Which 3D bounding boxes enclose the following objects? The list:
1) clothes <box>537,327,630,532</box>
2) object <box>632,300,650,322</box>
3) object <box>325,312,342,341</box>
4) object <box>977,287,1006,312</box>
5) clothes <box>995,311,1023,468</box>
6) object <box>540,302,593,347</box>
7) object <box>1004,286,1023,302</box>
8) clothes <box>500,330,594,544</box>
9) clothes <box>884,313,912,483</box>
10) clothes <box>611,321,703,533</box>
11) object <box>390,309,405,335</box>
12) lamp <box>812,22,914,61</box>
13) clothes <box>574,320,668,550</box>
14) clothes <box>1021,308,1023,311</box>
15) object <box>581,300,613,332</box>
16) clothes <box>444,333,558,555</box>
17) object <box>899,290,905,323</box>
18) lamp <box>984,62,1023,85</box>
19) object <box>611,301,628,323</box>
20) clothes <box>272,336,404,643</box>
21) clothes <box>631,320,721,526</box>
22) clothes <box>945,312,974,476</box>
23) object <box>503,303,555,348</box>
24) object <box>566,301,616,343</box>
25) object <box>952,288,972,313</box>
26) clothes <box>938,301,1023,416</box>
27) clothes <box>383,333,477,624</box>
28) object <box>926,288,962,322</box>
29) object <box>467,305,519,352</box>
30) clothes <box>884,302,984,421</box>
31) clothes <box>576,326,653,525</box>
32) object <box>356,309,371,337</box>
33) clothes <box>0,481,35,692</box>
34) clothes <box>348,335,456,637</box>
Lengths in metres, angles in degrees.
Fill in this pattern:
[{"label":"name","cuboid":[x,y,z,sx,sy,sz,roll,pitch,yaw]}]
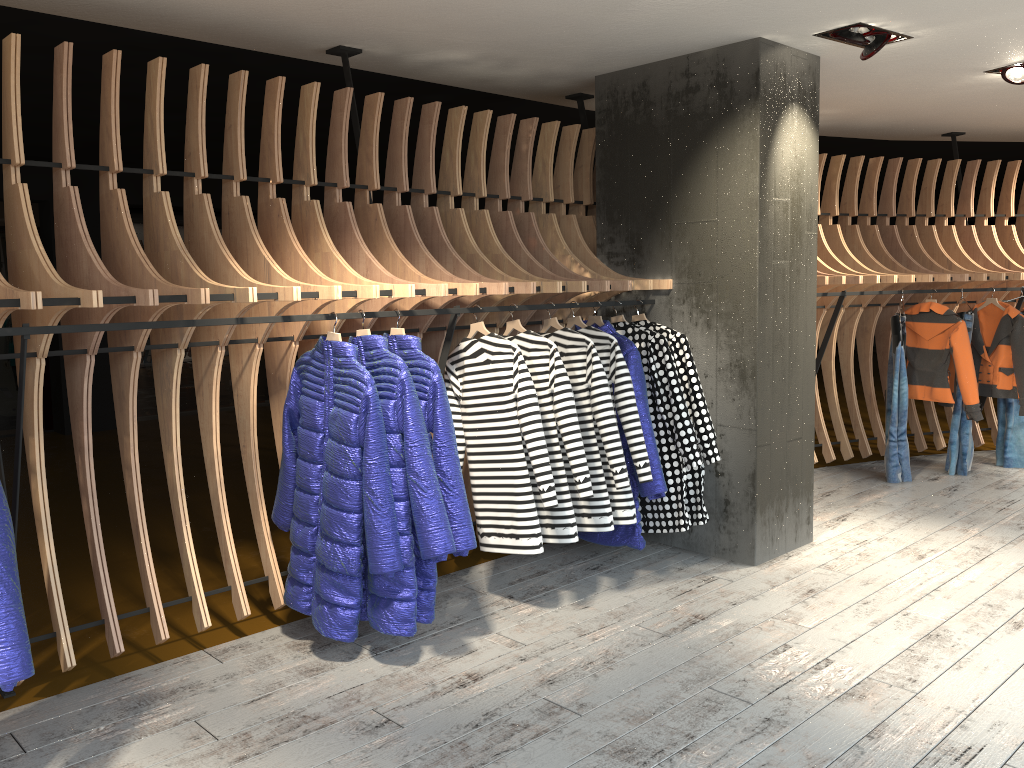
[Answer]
[{"label":"clothes","cuboid":[0.307,0.243,4.496,0.753,1.060,0.128,5,8,45]},{"label":"object","cuboid":[0.739,-0.320,5.011,0.012,0.312,0.518,-6,8,-43]},{"label":"object","cuboid":[-0.741,-0.152,3.663,0.012,0.292,0.523,-6,8,-43]},{"label":"object","cuboid":[3.760,-0.624,6.950,0.012,0.269,0.526,-3,7,-23]},{"label":"clothes","cuboid":[4.054,0.111,7.111,0.309,1.419,0.200,1,6,19]},{"label":"object","cuboid":[0.218,-0.262,4.509,0.012,0.312,0.518,-6,8,-43]},{"label":"object","cuboid":[4.046,-0.652,7.033,0.549,0.242,0.023,2,6,23]},{"label":"clothes","cuboid":[0.117,0.267,4.316,0.753,1.060,0.128,5,8,45]},{"label":"clothes","cuboid":[2.936,0.178,6.711,0.200,1.419,0.309,1,6,23]},{"label":"clothes","cuboid":[0.712,0.249,4.861,0.192,1.185,0.807,-6,8,-43]},{"label":"object","cuboid":[-0.498,-0.194,3.868,0.012,0.269,0.525,-6,8,-43]},{"label":"lamp","cuboid":[1.801,-1.821,4.541,0.493,0.291,0.269,-6,8,-37]},{"label":"clothes","cuboid":[0.498,0.268,4.859,0.885,1.237,0.246,5,8,43]},{"label":"clothes","cuboid":[4.303,-0.253,7.153,0.201,0.879,0.841,-2,6,-13]},{"label":"object","cuboid":[0.451,-0.320,4.808,0.012,0.269,0.525,-6,8,-43]},{"label":"clothes","cuboid":[-0.054,0.289,4.155,0.753,1.060,0.128,5,8,45]},{"label":"object","cuboid":[2.919,-0.585,6.630,0.023,0.242,0.550,2,7,28]},{"label":"lamp","cuboid":[3.147,-1.940,5.375,0.493,0.296,0.270,-4,7,-24]},{"label":"object","cuboid":[0.605,-0.301,4.880,0.012,0.316,0.517,-6,8,-43]},{"label":"clothes","cuboid":[-0.809,0.423,3.772,0.880,1.258,0.242,5,8,43]},{"label":"clothes","cuboid":[0.843,0.231,4.996,0.192,1.183,0.800,-6,8,-43]},{"label":"clothes","cuboid":[3.489,0.143,6.927,0.200,1.419,0.309,3,7,38]},{"label":"object","cuboid":[0.028,-0.237,4.329,0.012,0.312,0.518,-6,8,-43]},{"label":"object","cuboid":[0.347,-0.278,4.631,0.012,0.312,0.518,-6,8,-43]},{"label":"object","cuboid":[3.480,-0.622,6.857,0.023,0.242,0.550,4,8,43]},{"label":"clothes","cuboid":[3.759,-0.218,6.965,0.201,0.879,0.840,-3,7,-23]},{"label":"clothes","cuboid":[-0.523,0.393,3.933,0.885,1.237,0.246,5,8,43]},{"label":"object","cuboid":[3.197,-0.595,6.765,0.012,0.269,0.526,-4,7,-28]},{"label":"object","cuboid":[-0.143,-0.216,4.168,0.012,0.312,0.518,-6,8,-43]},{"label":"clothes","cuboid":[3.211,-0.195,6.831,0.201,0.879,0.840,-4,7,-28]},{"label":"clothes","cuboid":[0.437,0.227,4.618,0.753,1.060,0.128,5,8,45]},{"label":"object","cuboid":[-0.616,-0.168,3.734,0.012,0.290,0.523,-6,8,-43]},{"label":"clothes","cuboid":[-1.764,0.551,2.760,0.885,1.237,0.246,5,8,43]},{"label":"clothes","cuboid":[-0.598,0.413,3.753,0.884,1.244,0.249,5,8,43]}]
